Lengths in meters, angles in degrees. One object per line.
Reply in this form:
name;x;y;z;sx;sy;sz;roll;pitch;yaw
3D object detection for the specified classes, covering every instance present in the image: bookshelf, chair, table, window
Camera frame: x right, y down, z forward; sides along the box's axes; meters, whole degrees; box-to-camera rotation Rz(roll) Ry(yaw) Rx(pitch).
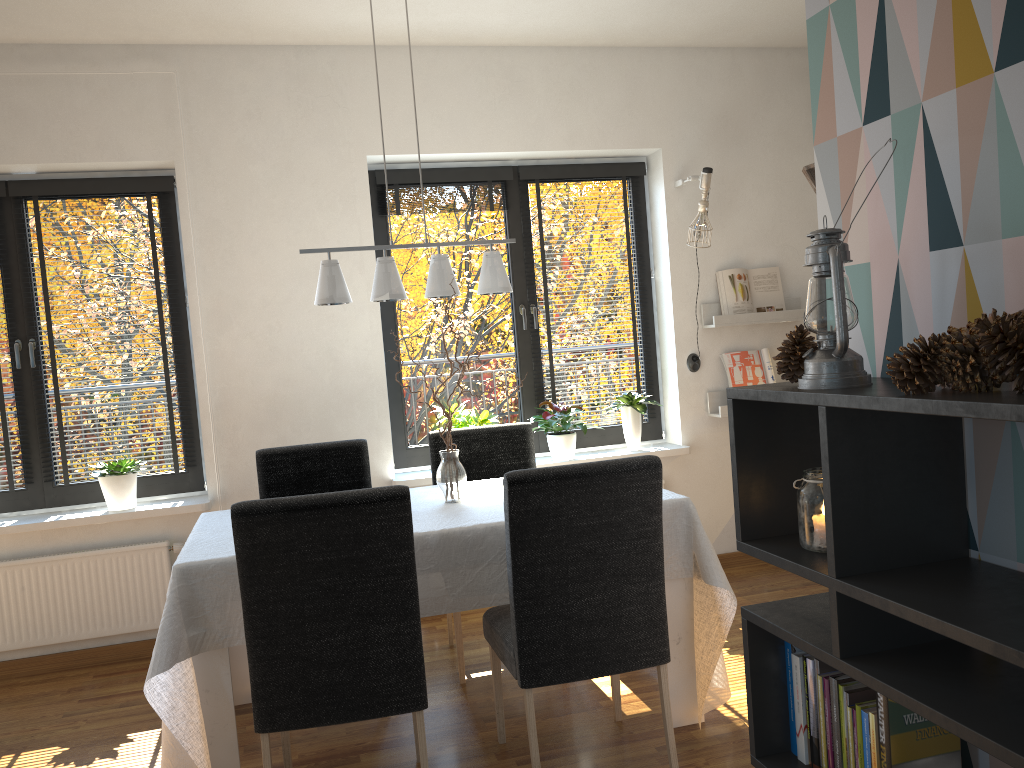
bookshelf;0.695;0.608;1.080;0.237;1.201;1.189;-5;3;-14
chair;0.181;0.694;2.747;0.461;0.961;0.544;-5;3;-14
table;-0.271;0.810;3.182;1.856;0.763;1.234;-5;3;-14
window;-4.409;1.670;15.791;12.975;18.386;21.807;-4;3;16
chair;-0.745;0.733;3.528;0.461;0.961;0.544;-5;3;-14
chair;-0.499;0.756;2.574;0.461;0.961;0.544;-5;3;-9
chair;-0.065;0.671;3.701;0.461;0.961;0.544;-5;3;-9
window;0.051;-0.390;4.719;1.560;1.589;0.119;-5;3;-14

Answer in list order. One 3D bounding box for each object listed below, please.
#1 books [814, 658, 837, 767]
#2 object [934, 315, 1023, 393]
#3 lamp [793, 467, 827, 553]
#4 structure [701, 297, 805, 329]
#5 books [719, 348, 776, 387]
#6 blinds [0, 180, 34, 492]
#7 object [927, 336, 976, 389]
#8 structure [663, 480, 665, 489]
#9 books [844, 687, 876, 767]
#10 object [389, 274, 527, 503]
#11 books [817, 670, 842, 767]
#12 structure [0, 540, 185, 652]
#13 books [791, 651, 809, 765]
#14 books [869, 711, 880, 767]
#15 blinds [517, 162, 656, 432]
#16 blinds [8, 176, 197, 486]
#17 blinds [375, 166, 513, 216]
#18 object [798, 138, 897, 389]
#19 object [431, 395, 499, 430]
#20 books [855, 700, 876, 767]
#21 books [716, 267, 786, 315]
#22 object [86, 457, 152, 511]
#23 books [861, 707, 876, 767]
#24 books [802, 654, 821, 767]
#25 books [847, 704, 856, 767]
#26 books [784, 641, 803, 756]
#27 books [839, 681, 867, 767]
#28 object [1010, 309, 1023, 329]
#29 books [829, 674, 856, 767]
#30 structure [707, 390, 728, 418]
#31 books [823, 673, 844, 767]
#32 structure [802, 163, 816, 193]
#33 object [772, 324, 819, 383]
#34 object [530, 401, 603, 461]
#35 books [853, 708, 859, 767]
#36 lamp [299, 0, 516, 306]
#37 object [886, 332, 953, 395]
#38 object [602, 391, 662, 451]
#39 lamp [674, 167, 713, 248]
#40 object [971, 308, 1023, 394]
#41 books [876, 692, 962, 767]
books;0.587;0.571;1.546;0.115;0.203;0.014;-5;3;-14
object;0.603;-0.036;1.136;0.114;0.101;0.110;-6;3;-32
lamp;0.529;0.209;1.490;0.098;0.131;0.106;-5;3;-2
structure;1.319;-0.386;4.754;0.594;0.129;0.147;-5;3;-14
books;1.285;-0.020;4.772;0.283;0.331;0.138;-5;3;-17
blinds;-2.597;-0.189;4.005;0.710;1.423;0.049;-5;3;-14
object;0.596;-0.030;1.214;0.098;0.084;0.078;-5;3;-14
structure;0.115;0.795;4.521;1.456;0.460;0.078;-5;3;-13
books;0.601;0.587;1.468;0.099;0.175;0.012;-5;3;-14
object;-0.224;0.034;3.135;0.403;0.785;0.615;-7;4;-40
books;0.586;0.582;1.531;0.116;0.181;0.015;-5;3;-14
structure;-2.099;0.998;3.958;1.456;0.460;0.078;-5;3;-16
books;0.571;0.574;1.596;0.126;0.195;0.025;-5;3;-14
books;0.612;0.592;1.393;0.096;0.170;0.012;-5;3;-14
blinds;0.429;-0.466;4.775;0.710;1.423;0.049;-5;3;-14
blinds;-1.900;-0.252;4.182;0.710;1.423;0.049;-5;3;-14
blinds;-0.339;-0.994;4.556;0.710;0.230;0.049;-5;3;-14
object;0.528;-0.189;1.407;0.163;0.384;0.154;-4;3;2
object;-0.222;0.241;4.468;0.333;0.385;0.299;-5;3;1
books;0.608;0.591;1.430;0.109;0.170;0.014;-5;3;-14
books;1.295;-0.476;4.764;0.364;0.299;0.109;-5;3;-14
object;-1.813;0.458;4.106;0.267;0.237;0.283;-6;3;-32
books;0.607;0.594;1.410;0.096;0.165;0.022;-5;3;-14
books;0.580;0.572;1.569;0.123;0.200;0.032;-5;3;-14
books;0.600;0.597;1.455;0.100;0.156;0.013;-5;3;-14
books;0.567;0.565;1.624;0.127;0.210;0.029;-5;3;-14
books;0.605;0.583;1.483;0.116;0.181;0.015;-5;3;-14
object;0.680;-0.055;1.104;0.097;0.106;0.090;-4;3;7
books;0.601;0.579;1.501;0.121;0.187;0.021;-5;3;-14
structure;1.356;0.085;4.782;0.594;0.129;0.147;-5;3;-14
books;0.591;0.583;1.517;0.116;0.181;0.015;-5;3;-14
structure;0.855;-0.639;1.833;0.495;0.776;0.185;-5;3;-14
object;0.485;-0.051;1.502;0.078;0.101;0.086;-5;3;0
object;0.254;0.236;4.561;0.379;0.309;0.371;-7;4;-40
books;0.604;0.598;1.443;0.100;0.156;0.013;-5;3;-14
lamp;-0.392;-0.938;3.078;0.759;1.285;0.131;-5;3;-14
object;0.538;-0.024;1.174;0.082;0.085;0.082;-5;3;0
object;0.625;0.196;4.711;0.292;0.316;0.354;-6;3;-23
lamp;0.954;-0.893;4.574;0.131;0.395;0.311;-5;3;-10
object;0.615;-0.040;1.064;0.108;0.108;0.094;-2;4;43
books;0.630;0.559;1.372;0.127;0.236;0.029;-5;3;-14
